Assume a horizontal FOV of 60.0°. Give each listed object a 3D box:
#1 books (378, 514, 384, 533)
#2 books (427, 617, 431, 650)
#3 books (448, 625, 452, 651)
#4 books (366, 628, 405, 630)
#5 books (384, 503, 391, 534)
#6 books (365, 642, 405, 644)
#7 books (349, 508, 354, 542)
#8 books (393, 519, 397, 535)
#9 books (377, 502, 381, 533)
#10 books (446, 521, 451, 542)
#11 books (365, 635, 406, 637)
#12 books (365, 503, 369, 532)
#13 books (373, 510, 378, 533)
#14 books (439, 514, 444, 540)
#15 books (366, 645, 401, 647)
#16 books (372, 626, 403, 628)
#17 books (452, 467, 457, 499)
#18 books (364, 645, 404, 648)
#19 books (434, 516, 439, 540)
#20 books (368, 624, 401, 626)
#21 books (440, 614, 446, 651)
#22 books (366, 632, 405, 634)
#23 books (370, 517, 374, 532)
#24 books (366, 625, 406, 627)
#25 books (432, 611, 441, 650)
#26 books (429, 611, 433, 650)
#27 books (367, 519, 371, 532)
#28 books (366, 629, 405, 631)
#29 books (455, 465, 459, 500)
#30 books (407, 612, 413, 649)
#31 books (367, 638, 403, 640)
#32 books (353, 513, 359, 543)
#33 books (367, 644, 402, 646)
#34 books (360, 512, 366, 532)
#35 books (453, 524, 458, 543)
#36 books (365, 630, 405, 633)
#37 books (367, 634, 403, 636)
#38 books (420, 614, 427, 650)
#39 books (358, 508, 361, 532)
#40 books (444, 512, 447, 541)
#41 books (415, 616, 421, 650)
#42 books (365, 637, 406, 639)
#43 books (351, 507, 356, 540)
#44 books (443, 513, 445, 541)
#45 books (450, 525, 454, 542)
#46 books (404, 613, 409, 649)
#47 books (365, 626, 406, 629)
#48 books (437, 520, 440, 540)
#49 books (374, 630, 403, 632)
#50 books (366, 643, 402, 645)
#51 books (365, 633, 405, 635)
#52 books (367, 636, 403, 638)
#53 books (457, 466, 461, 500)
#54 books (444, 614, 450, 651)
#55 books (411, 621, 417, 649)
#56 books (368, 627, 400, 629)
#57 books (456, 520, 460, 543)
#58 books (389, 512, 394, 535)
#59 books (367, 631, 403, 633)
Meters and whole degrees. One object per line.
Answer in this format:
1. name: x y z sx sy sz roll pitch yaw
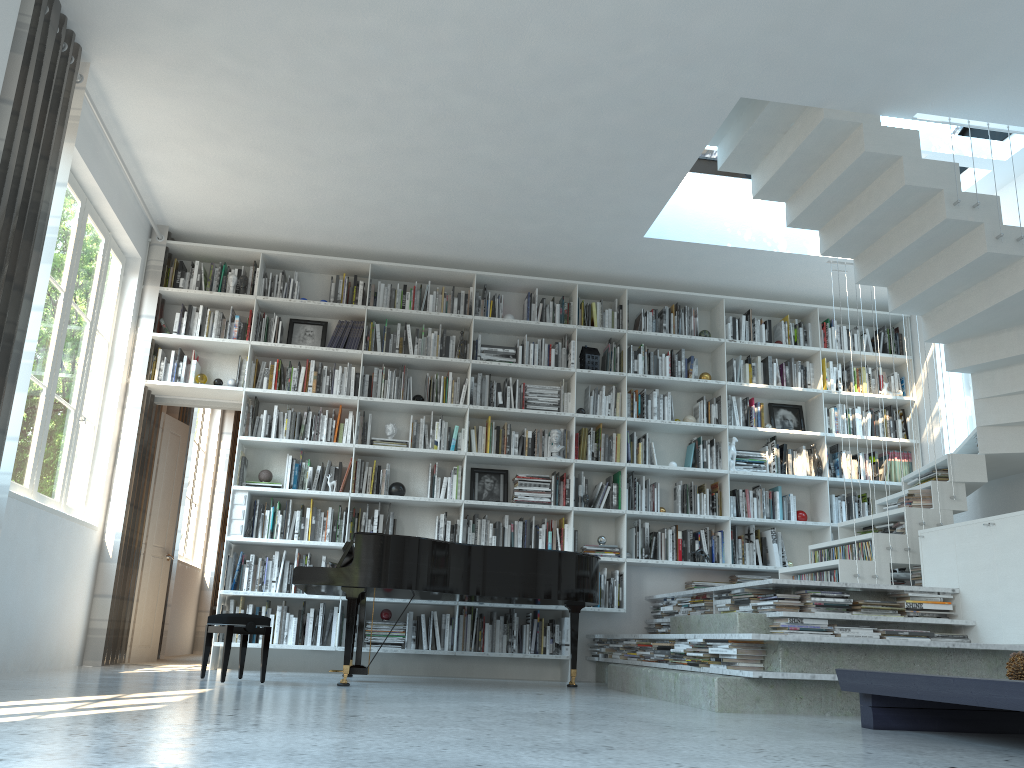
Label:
1. books: -0.995 1.115 6.696 0.029 0.240 0.136 5 -16 -8
2. books: -0.616 1.841 6.544 0.011 0.231 0.174 5 -16 -8
3. books: -0.468 1.880 6.562 0.024 0.179 0.172 5 -16 -8
4. books: -0.933 1.802 6.517 0.285 0.005 0.160 5 -16 -9
5. books: -0.952 1.072 6.698 0.050 0.327 0.167 5 -16 -8
6. books: -0.934 1.893 6.485 0.285 0.007 0.160 6 -17 -12
7. books: -1.208 1.080 6.669 0.013 0.275 0.147 5 -16 -8
8. books: -0.894 1.136 6.704 0.023 0.211 0.160 5 -16 -8
9. books: -1.014 1.068 6.714 0.013 0.338 0.138 5 -16 -8
10. books: -0.494 1.162 6.753 0.029 0.220 0.153 5 -16 -8
11. books: -0.930 1.846 6.496 0.285 0.007 0.160 6 -17 -13
12. books: -1.096 1.068 6.677 0.014 0.312 0.166 5 -16 -8
13. books: -1.031 1.093 6.678 0.027 0.268 0.185 5 -16 -8
14. books: -0.543 1.134 6.751 0.027 0.268 0.159 5 -16 -8
15. books: -0.935 1.913 6.480 0.254 0.007 0.161 4 -16 -4
16. books: -0.928 1.785 6.516 0.254 0.005 0.161 4 -16 -4
17. books: -0.453 0.790 6.862 0.027 0.268 0.179 5 -16 -8
18. books: -0.936 1.922 6.487 0.285 0.007 0.160 5 -16 -8
19. books: -0.579 1.142 6.754 0.012 0.253 0.161 5 -16 -8
20. books: -0.927 1.774 6.517 0.254 0.005 0.161 6 -17 -13
21. books: -0.516 1.842 6.580 0.025 0.258 0.133 5 -16 -8
22. books: -0.931 1.829 6.513 0.285 0.007 0.160 5 -16 -8
23. books: -1.057 1.118 6.670 0.021 0.214 0.172 5 -16 -8
24. books: -0.928 1.780 6.519 0.285 0.005 0.160 6 -17 -11
25. books: -0.562 1.826 6.563 0.073 0.275 0.181 5 -16 -8
26. books: -0.603 1.820 6.544 0.012 0.274 0.180 5 -16 -8
27. books: -1.080 1.127 6.668 0.024 0.195 0.157 5 -16 -8
28. books: -0.933 1.807 6.516 0.285 0.005 0.160 4 -16 -7
29. books: -0.433 0.784 6.857 0.011 0.278 0.188 5 -16 -8
30. books: -0.756 1.818 6.542 0.031 0.265 0.145 5 -16 -8
31. books: -0.931 1.866 6.493 0.254 0.007 0.161 6 -17 -12
32. books: -1.172 1.097 6.657 0.030 0.238 0.157 5 -16 -8
33. books: -0.936 1.908 6.490 0.254 0.007 0.161 5 -16 -8
34. books: -1.125 1.097 6.665 0.042 0.247 0.163 5 -16 -8
35. books: -0.439 1.178 6.765 0.024 0.200 0.159 5 -16 -8
36. books: -0.933 1.817 6.511 0.285 0.005 0.160 5 -16 -10
37. books: -0.931 1.842 6.506 0.254 0.007 0.161 4 -16 -7
38. books: -0.653 1.829 6.544 0.062 0.252 0.178 5 -16 -8
39. books: -1.150 1.081 6.657 0.012 0.271 0.182 5 -16 -8
40. books: -0.515 1.129 6.768 0.014 0.290 0.132 5 -16 -8
41. books: -0.698 1.836 6.546 0.028 0.237 0.136 5 -16 -8
42. books: -0.931 1.860 6.494 0.285 0.007 0.160 6 -17 -12
43. books: -1.193 1.075 6.663 0.013 0.282 0.147 5 -16 -8
44. books: -0.527 1.136 6.768 0.010 0.276 0.156 5 -16 -8
45. books: -0.468 1.182 6.773 0.031 0.194 0.142 5 -16 -8
46. books: -0.775 1.818 6.523 0.012 0.253 0.161 5 -16 -8
47. books: -0.931 1.789 6.513 0.285 0.005 0.160 6 -17 -12
48. books: -0.568 1.158 6.760 0.015 0.225 0.148 5 -16 -8
49. books: -0.933 1.812 6.514 0.254 0.005 0.161 5 -16 -9
50. books: -0.935 1.901 6.489 0.254 0.007 0.161 4 -16 -7
51. books: -0.931 1.835 6.508 0.285 0.007 0.160 4 -16 -7
52. books: -0.932 1.855 6.503 0.254 0.007 0.161 4 -16 -7
53. books: -0.417 0.785 6.862 0.021 0.280 0.162 5 -16 -8
54. books: -0.487 1.835 6.554 0.024 0.259 0.190 5 -16 -8
55. books: -0.725 1.847 6.526 0.029 0.201 0.178 5 -16 -8
56. books: -0.933 1.797 6.521 0.254 0.005 0.161 5 -16 -8
57. books: -0.421 1.167 6.798 0.019 0.241 0.108 5 -16 -8
58. books: -0.915 1.107 6.693 0.027 0.260 0.164 5 -16 -8
59. books: -0.934 1.823 6.513 0.254 0.005 0.161 5 -16 -8
